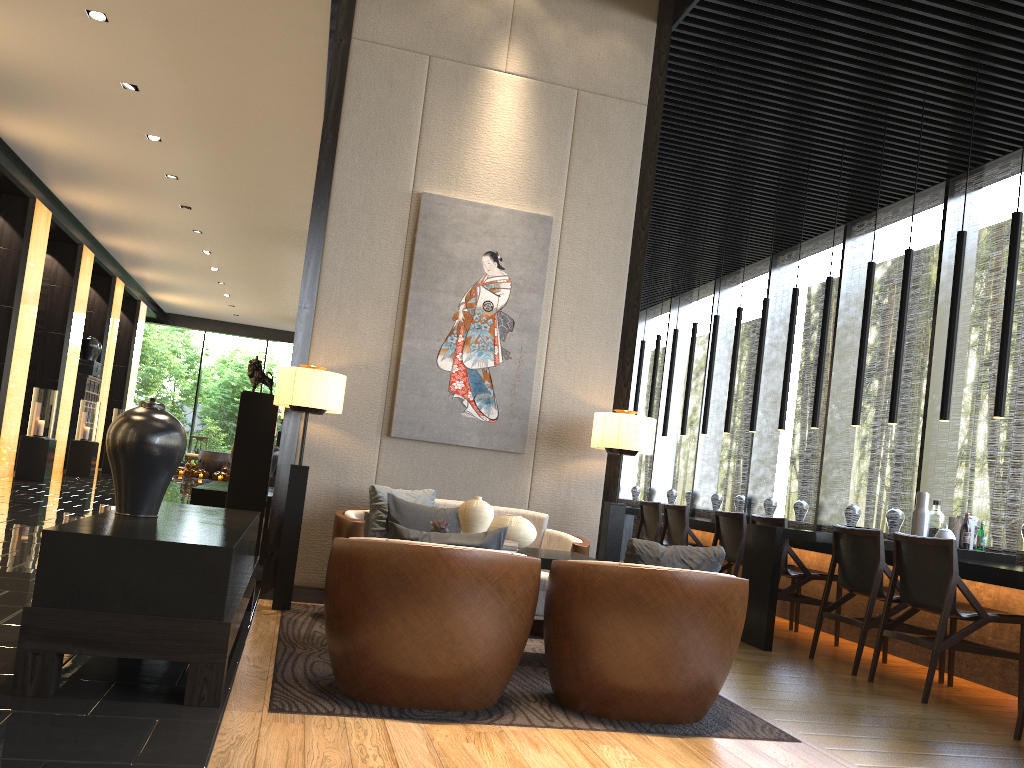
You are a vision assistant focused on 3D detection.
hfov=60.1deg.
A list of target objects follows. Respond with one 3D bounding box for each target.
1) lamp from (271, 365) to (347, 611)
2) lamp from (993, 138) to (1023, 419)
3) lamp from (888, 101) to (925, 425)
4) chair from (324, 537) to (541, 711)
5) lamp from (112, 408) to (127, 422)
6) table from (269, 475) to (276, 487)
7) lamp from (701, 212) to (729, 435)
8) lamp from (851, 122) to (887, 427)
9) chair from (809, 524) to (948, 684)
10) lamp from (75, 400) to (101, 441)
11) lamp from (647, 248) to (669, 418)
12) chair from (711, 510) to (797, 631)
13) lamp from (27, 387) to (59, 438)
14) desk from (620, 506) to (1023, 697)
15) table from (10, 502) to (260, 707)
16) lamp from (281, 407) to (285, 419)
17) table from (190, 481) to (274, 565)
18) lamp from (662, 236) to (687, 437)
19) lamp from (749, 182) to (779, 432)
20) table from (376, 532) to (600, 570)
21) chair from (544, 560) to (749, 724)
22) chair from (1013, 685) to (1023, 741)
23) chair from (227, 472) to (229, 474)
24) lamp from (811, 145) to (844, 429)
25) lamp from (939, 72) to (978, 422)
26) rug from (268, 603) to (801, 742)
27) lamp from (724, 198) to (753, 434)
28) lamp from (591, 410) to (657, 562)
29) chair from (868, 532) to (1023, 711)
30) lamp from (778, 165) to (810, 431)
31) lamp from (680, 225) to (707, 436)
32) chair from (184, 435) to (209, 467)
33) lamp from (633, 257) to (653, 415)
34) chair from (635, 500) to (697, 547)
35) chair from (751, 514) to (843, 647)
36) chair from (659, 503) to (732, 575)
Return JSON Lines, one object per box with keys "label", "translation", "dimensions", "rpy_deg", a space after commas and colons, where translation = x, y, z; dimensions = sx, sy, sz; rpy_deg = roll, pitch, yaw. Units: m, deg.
{"label": "lamp", "translation": [-1.189, 0.571, 4.906], "dimensions": [0.374, 1.343, 0.377], "rpy_deg": [4, -4, 38]}
{"label": "lamp", "translation": [3.080, -0.990, 5.403], "dimensions": [0.060, 2.413, 0.060], "rpy_deg": [8, -3, -18]}
{"label": "lamp", "translation": [2.852, -0.911, 6.363], "dimensions": [0.060, 2.413, 0.060], "rpy_deg": [8, -3, -18]}
{"label": "chair", "translation": [-0.291, 0.872, 3.259], "dimensions": [0.805, 0.602, 0.607], "rpy_deg": [8, -5, -13]}
{"label": "lamp", "translation": [-8.481, 0.911, 19.153], "dimensions": [0.337, 0.727, 0.337], "rpy_deg": [8, -4, -11]}
{"label": "table", "translation": [-3.510, 1.546, 12.470], "dimensions": [0.621, 0.511, 1.965], "rpy_deg": [8, -6, -13]}
{"label": "lamp", "translation": [2.151, -0.667, 9.314], "dimensions": [0.060, 2.413, 0.060], "rpy_deg": [8, -3, -18]}
{"label": "lamp", "translation": [2.752, -0.876, 6.783], "dimensions": [0.060, 2.413, 0.060], "rpy_deg": [8, -3, -18]}
{"label": "chair", "translation": [2.172, 1.279, 5.242], "dimensions": [0.564, 0.824, 0.527], "rpy_deg": [8, -4, -13]}
{"label": "lamp", "translation": [-7.802, 0.675, 16.296], "dimensions": [0.337, 0.727, 0.337], "rpy_deg": [8, -4, -11]}
{"label": "lamp", "translation": [1.792, -0.542, 10.823], "dimensions": [0.060, 2.413, 0.060], "rpy_deg": [8, -3, -18]}
{"label": "chair", "translation": [1.805, 1.406, 6.787], "dimensions": [0.564, 0.824, 0.527], "rpy_deg": [8, -4, -13]}
{"label": "lamp", "translation": [-7.123, 0.439, 13.440], "dimensions": [0.337, 0.727, 0.337], "rpy_deg": [8, -4, -11]}
{"label": "desk", "translation": [1.270, 1.799, 10.613], "dimensions": [1.783, 0.757, 28.804], "rpy_deg": [8, -6, -13]}
{"label": "table", "translation": [-1.438, 0.826, 3.755], "dimensions": [0.621, 0.511, 1.965], "rpy_deg": [8, -6, -13]}
{"label": "lamp", "translation": [-1.609, 0.731, 6.664], "dimensions": [0.374, 1.315, 0.377], "rpy_deg": [5, -4, 31]}
{"label": "table", "translation": [-2.333, 1.137, 7.517], "dimensions": [0.621, 0.511, 1.965], "rpy_deg": [8, -6, -13]}
{"label": "lamp", "translation": [1.910, -0.583, 10.325], "dimensions": [0.060, 2.413, 0.060], "rpy_deg": [8, -3, -18]}
{"label": "lamp", "translation": [2.387, -0.749, 8.321], "dimensions": [0.060, 2.413, 0.060], "rpy_deg": [8, -3, -18]}
{"label": "table", "translation": [-0.130, 1.037, 4.208], "dimensions": [1.044, 0.515, 0.577], "rpy_deg": [8, -5, -13]}
{"label": "chair", "translation": [0.535, 0.993, 3.453], "dimensions": [0.805, 0.602, 0.607], "rpy_deg": [8, -5, -13]}
{"label": "chair", "translation": [2.540, 1.151, 3.698], "dimensions": [0.564, 0.824, 0.527], "rpy_deg": [8, -4, -13]}
{"label": "chair", "translation": [-7.462, 2.100, 24.229], "dimensions": [0.521, 1.072, 0.537], "rpy_deg": [8, -4, -13]}
{"label": "lamp", "translation": [2.625, -0.832, 7.319], "dimensions": [0.060, 2.413, 0.060], "rpy_deg": [8, -3, -18]}
{"label": "lamp", "translation": [2.973, -0.953, 5.855], "dimensions": [0.060, 2.413, 0.060], "rpy_deg": [8, -3, -18]}
{"label": "rug", "translation": [-0.111, 1.299, 4.204], "dimensions": [1.961, 0.008, 2.247], "rpy_deg": [8, -6, -13]}
{"label": "lamp", "translation": [2.268, -0.708, 8.820], "dimensions": [0.060, 2.413, 0.060], "rpy_deg": [8, -3, -18]}
{"label": "lamp", "translation": [0.610, 0.834, 5.328], "dimensions": [0.374, 1.346, 0.377], "rpy_deg": [6, -3, 17]}
{"label": "chair", "translation": [2.305, 1.233, 4.683], "dimensions": [0.564, 0.824, 0.527], "rpy_deg": [8, -4, -13]}
{"label": "lamp", "translation": [2.505, -0.790, 7.821], "dimensions": [0.060, 2.413, 0.060], "rpy_deg": [8, -3, -18]}
{"label": "lamp", "translation": [2.029, -0.624, 9.825], "dimensions": [0.060, 2.413, 0.060], "rpy_deg": [8, -3, -18]}
{"label": "chair", "translation": [-8.552, 1.940, 23.973], "dimensions": [0.521, 1.072, 0.537], "rpy_deg": [8, -4, -13]}
{"label": "lamp", "translation": [1.674, -0.501, 11.317], "dimensions": [0.060, 2.413, 0.060], "rpy_deg": [8, -3, -18]}
{"label": "chair", "translation": [1.438, 1.534, 8.332], "dimensions": [0.564, 0.824, 0.527], "rpy_deg": [8, -4, -13]}
{"label": "chair", "translation": [1.938, 1.360, 6.228], "dimensions": [0.564, 0.824, 0.527], "rpy_deg": [8, -4, -13]}
{"label": "chair", "translation": [1.571, 1.488, 7.773], "dimensions": [0.564, 0.824, 0.527], "rpy_deg": [8, -4, -13]}
